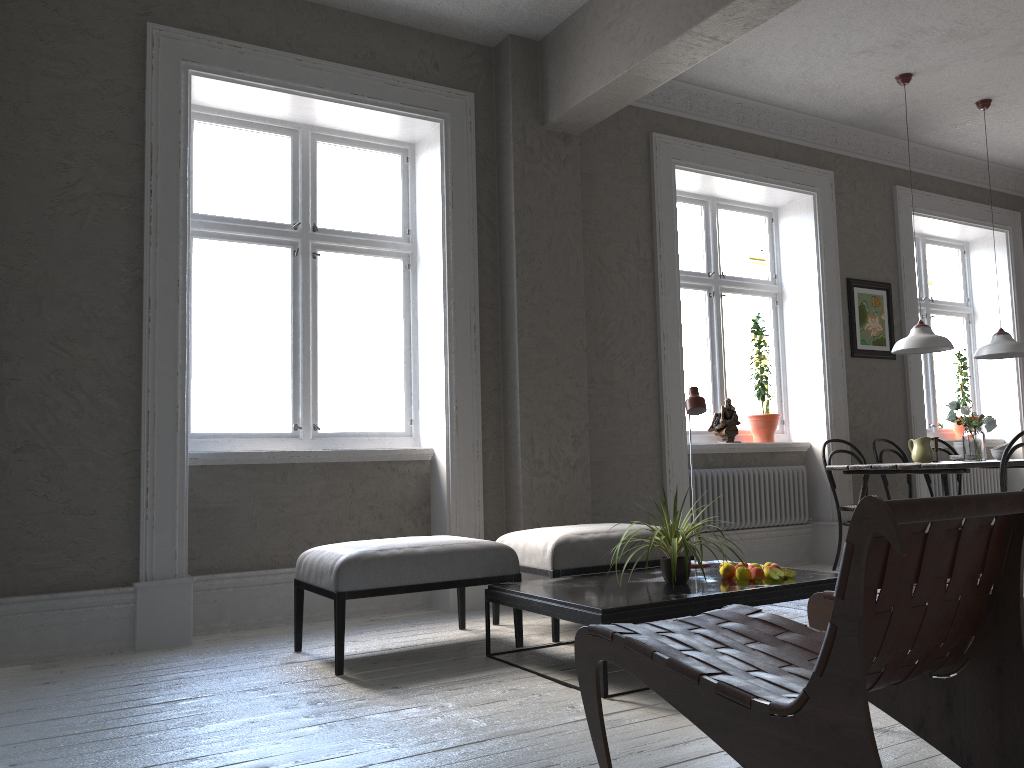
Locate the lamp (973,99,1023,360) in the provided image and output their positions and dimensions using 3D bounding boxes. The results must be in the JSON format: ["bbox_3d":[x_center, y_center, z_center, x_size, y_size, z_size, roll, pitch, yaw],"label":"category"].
[{"bbox_3d":[3.425,-1.114,6.304,0.385,1.858,0.373,1,-6,-23],"label":"lamp"}]

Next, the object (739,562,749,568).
[{"bbox_3d":[0.983,0.787,3.766,0.056,0.058,0.059,-6,-7,42],"label":"object"}]

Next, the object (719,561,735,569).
[{"bbox_3d":[0.912,0.784,3.757,0.071,0.066,0.066,1,-6,-26],"label":"object"}]

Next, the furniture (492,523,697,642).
[{"bbox_3d":[0.401,0.944,4.400,0.843,0.476,0.572,2,-6,-31],"label":"furniture"}]

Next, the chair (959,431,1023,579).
[{"bbox_3d":[2.886,0.740,5.310,0.446,0.920,0.538,2,-6,-33],"label":"chair"}]

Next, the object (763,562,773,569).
[{"bbox_3d":[1.081,0.776,3.705,0.058,0.062,0.065,-6,-7,41],"label":"object"}]

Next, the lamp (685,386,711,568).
[{"bbox_3d":[0.845,0.434,4.131,0.137,0.839,0.252,-2,-5,6],"label":"lamp"}]

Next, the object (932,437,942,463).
[{"bbox_3d":[2.785,0.432,5.811,0.060,0.167,0.058,0,-6,-17],"label":"object"}]

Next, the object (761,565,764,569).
[{"bbox_3d":[1.058,0.795,3.778,0.067,0.039,0.063,1,-6,-25],"label":"object"}]

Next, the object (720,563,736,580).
[{"bbox_3d":[0.893,0.776,3.667,0.071,0.066,0.070,0,-5,-15],"label":"object"}]

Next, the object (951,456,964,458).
[{"bbox_3d":[3.214,0.521,6.238,0.233,0.027,0.241,-4,-6,27],"label":"object"}]

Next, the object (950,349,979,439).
[{"bbox_3d":[4.025,0.090,7.920,0.261,0.813,0.259,-1,-5,-3],"label":"object"}]

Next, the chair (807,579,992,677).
[{"bbox_3d":[1.374,0.616,2.432,0.517,0.721,0.998,2,-6,-30],"label":"chair"}]

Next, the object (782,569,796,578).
[{"bbox_3d":[1.140,0.782,3.661,0.066,0.037,0.047,-1,-5,-4],"label":"object"}]

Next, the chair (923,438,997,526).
[{"bbox_3d":[3.363,0.851,6.642,0.443,0.920,0.542,0,-6,-18],"label":"chair"}]

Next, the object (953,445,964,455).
[{"bbox_3d":[3.212,0.477,6.242,0.183,0.094,0.176,3,-7,-39],"label":"object"}]

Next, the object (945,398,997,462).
[{"bbox_3d":[2.978,0.294,5.729,0.256,0.414,0.306,2,-6,-32],"label":"object"}]

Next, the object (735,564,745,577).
[{"bbox_3d":[0.952,0.783,3.707,0.061,0.056,0.057,3,-7,-44],"label":"object"}]

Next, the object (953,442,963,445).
[{"bbox_3d":[3.211,0.457,6.244,0.183,0.094,0.176,3,-7,-39],"label":"object"}]

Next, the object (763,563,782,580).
[{"bbox_3d":[1.068,0.768,3.629,0.075,0.064,0.075,-2,-5,0],"label":"object"}]

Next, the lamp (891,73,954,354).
[{"bbox_3d":[2.643,-1.135,5.836,0.377,1.858,0.381,-2,-5,7],"label":"lamp"}]

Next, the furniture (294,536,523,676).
[{"bbox_3d":[-0.459,0.921,3.883,0.843,0.476,0.572,2,-6,-31],"label":"furniture"}]

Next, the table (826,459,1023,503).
[{"bbox_3d":[3.148,0.888,5.973,1.956,0.735,0.888,2,-6,-31],"label":"table"}]

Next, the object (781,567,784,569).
[{"bbox_3d":[1.146,0.790,3.733,0.062,0.036,0.047,0,-6,-20],"label":"object"}]

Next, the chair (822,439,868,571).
[{"bbox_3d":[2.446,0.828,6.108,0.445,0.920,0.541,1,-6,-23],"label":"chair"}]

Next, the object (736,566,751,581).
[{"bbox_3d":[0.945,0.771,3.622,0.062,0.063,0.061,-2,-5,1],"label":"object"}]

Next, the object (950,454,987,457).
[{"bbox_3d":[3.213,0.512,6.239,0.239,0.027,0.236,-1,-5,-8],"label":"object"}]

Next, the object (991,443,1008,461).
[{"bbox_3d":[3.355,0.465,6.080,0.129,0.119,0.123,0,-5,-15],"label":"object"}]

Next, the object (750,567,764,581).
[{"bbox_3d":[0.994,0.770,3.585,0.056,0.058,0.057,-1,-5,-6],"label":"object"}]

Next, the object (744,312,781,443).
[{"bbox_3d":[1.857,-0.056,6.617,0.268,0.991,0.272,-2,-5,9],"label":"object"}]

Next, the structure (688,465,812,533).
[{"bbox_3d":[1.668,0.807,6.297,1.247,0.428,0.146,2,-6,-33],"label":"structure"}]

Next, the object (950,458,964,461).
[{"bbox_3d":[3.214,0.530,6.237,0.240,0.027,0.235,0,-5,-13],"label":"object"}]

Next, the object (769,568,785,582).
[{"bbox_3d":[1.061,0.768,3.562,0.060,0.053,0.057,1,-6,-24],"label":"object"}]

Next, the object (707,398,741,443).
[{"bbox_3d":[1.525,0.263,6.380,0.241,0.329,0.118,1,-6,-29],"label":"object"}]

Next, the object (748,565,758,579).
[{"bbox_3d":[0.998,0.776,3.659,0.060,0.058,0.055,3,-7,-40],"label":"object"}]

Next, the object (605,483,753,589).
[{"bbox_3d":[0.688,0.605,3.594,0.669,0.420,0.725,0,-5,-12],"label":"object"}]

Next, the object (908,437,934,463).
[{"bbox_3d":[2.686,0.434,5.814,0.147,0.170,0.137,-4,-6,21],"label":"object"}]

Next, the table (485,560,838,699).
[{"bbox_3d":[0.668,0.967,3.672,1.335,0.303,0.833,2,-6,-31],"label":"table"}]

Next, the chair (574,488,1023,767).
[{"bbox_3d":[0.625,0.596,1.983,0.517,0.721,0.998,2,-6,-30],"label":"chair"}]

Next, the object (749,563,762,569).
[{"bbox_3d":[1.020,0.781,3.718,0.061,0.058,0.062,-3,-5,14],"label":"object"}]

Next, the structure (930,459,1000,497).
[{"bbox_3d":[3.883,0.867,7.625,1.247,0.428,0.146,2,-6,-33],"label":"structure"}]

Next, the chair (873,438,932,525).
[{"bbox_3d":[2.929,0.841,6.402,0.446,0.920,0.538,2,-6,-33],"label":"chair"}]

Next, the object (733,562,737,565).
[{"bbox_3d":[0.946,0.795,3.826,0.067,0.055,0.061,-4,-6,26],"label":"object"}]

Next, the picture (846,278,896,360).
[{"bbox_3d":[2.817,-0.505,6.933,0.531,0.619,0.019,2,-6,-31],"label":"picture"}]
